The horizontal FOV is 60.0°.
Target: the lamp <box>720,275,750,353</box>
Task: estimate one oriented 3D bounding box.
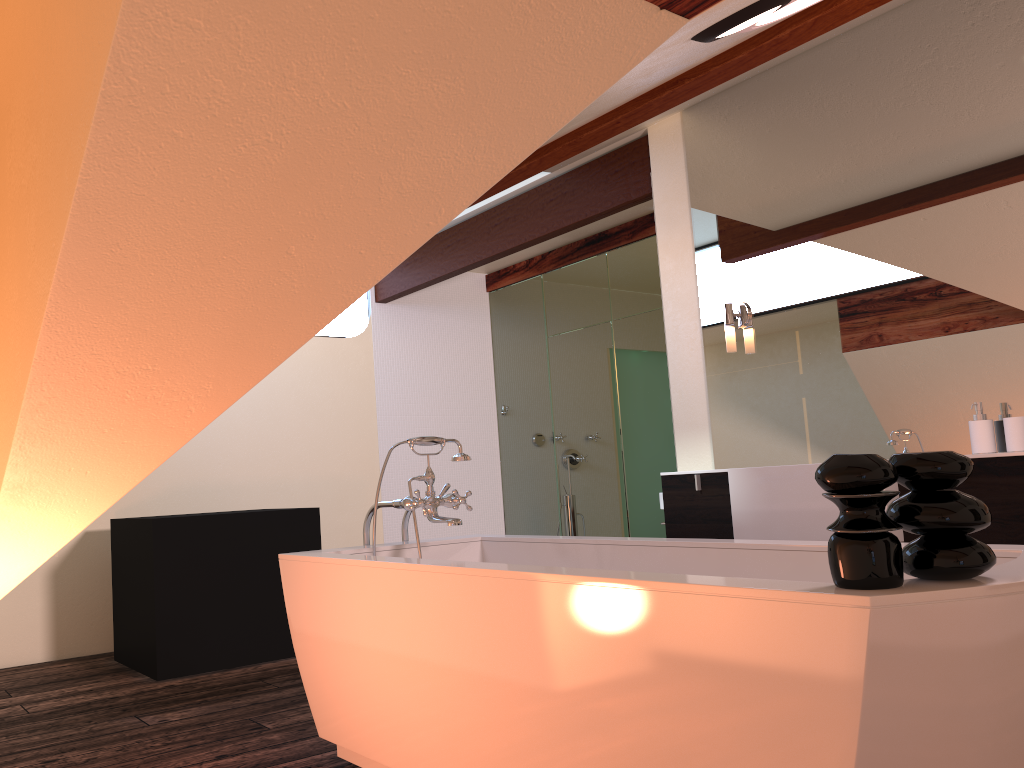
[{"bbox_3d":[0.942,-0.331,3.805,0.083,0.364,0.132,0,-6,-38],"label":"lamp"}]

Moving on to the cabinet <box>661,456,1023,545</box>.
[{"bbox_3d":[1.349,0.760,3.031,0.386,0.919,1.862,0,-8,-38],"label":"cabinet"}]

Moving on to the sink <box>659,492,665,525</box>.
[{"bbox_3d":[1.077,0.988,4.512,0.681,0.782,0.347,1,-7,-38],"label":"sink"}]

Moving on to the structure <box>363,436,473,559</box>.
[{"bbox_3d":[-0.325,0.767,3.022,0.384,1.116,0.556,-1,-6,-23],"label":"structure"}]

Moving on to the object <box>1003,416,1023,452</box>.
[{"bbox_3d":[1.612,0.179,2.823,0.073,0.122,0.074,1,-7,-42],"label":"object"}]

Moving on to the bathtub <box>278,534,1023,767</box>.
[{"bbox_3d":[0.247,0.821,2.240,0.799,0.691,2.224,1,-8,-38],"label":"bathtub"}]

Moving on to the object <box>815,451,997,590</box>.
[{"bbox_3d":[0.613,0.230,1.395,0.276,0.228,0.157,-3,-6,-8],"label":"object"}]

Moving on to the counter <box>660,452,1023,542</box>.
[{"bbox_3d":[1.305,0.436,3.041,0.442,0.295,1.862,1,-9,-38],"label":"counter"}]

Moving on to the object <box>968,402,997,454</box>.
[{"bbox_3d":[1.550,0.162,2.932,0.080,0.190,0.074,-4,-5,2],"label":"object"}]

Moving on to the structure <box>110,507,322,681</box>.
[{"bbox_3d":[-1.598,1.210,4.794,0.869,0.858,0.803,1,-7,-38],"label":"structure"}]

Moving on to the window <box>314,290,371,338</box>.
[{"bbox_3d":[-0.820,-0.925,4.442,2.108,0.674,3.531,2,-9,-38],"label":"window"}]

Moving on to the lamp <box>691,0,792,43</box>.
[{"bbox_3d":[0.496,-0.880,1.895,0.214,0.129,0.247,2,-9,-42],"label":"lamp"}]

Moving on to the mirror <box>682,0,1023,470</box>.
[{"bbox_3d":[1.827,-0.704,2.739,0.011,1.837,3.246,0,-7,-38],"label":"mirror"}]

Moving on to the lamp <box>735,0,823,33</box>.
[{"bbox_3d":[0.708,-1.038,2.143,0.329,0.171,0.371,2,-9,-42],"label":"lamp"}]
